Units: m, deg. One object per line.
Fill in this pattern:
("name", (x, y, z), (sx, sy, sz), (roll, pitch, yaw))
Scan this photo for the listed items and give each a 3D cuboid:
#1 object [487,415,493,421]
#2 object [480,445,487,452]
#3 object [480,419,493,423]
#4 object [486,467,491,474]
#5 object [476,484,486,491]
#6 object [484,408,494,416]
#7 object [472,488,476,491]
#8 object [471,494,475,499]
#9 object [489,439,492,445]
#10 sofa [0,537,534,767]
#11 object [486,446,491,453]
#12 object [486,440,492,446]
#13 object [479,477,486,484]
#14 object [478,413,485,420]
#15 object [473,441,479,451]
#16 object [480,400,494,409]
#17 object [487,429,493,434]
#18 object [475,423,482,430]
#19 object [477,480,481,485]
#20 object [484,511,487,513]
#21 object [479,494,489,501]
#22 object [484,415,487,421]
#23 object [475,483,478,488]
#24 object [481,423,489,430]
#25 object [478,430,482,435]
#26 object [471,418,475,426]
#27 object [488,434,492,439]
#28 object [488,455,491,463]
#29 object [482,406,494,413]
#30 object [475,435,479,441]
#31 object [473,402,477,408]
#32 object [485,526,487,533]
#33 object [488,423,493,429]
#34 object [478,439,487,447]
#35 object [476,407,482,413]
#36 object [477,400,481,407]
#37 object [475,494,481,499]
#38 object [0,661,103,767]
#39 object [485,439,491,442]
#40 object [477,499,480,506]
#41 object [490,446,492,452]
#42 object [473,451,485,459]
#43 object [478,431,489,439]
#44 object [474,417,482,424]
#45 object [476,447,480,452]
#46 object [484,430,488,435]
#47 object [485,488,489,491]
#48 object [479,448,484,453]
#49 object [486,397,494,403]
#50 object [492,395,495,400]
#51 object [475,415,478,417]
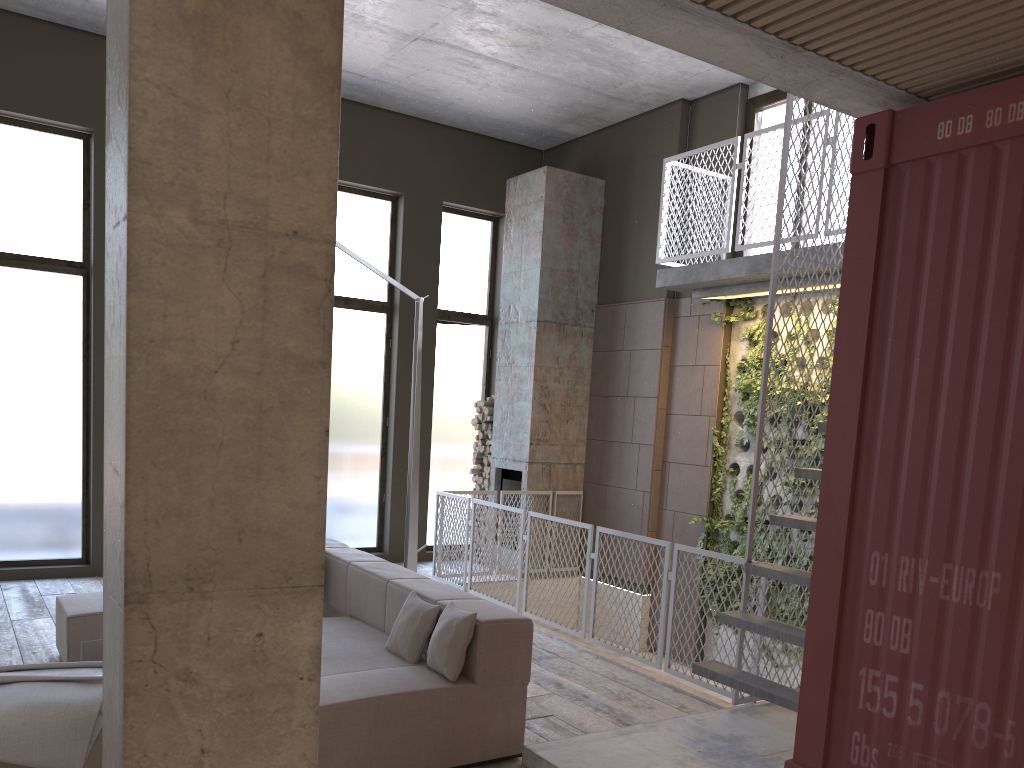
("object", (-0.103, 0.425, 10.627), (0.423, 0.068, 0.065), (5, 1, -34))
("object", (-0.168, 0.808, 10.793), (0.480, 0.085, 0.092), (5, 1, -34))
("object", (-0.174, 0.466, 10.759), (0.436, 0.080, 0.114), (5, 0, -34))
("object", (-0.094, 1.055, 10.685), (0.480, 0.085, 0.092), (5, 1, -34))
("object", (-0.302, 1.294, 10.888), (0.294, 0.108, 0.097), (4, 2, -32))
("object", (-0.127, 0.345, 10.649), (0.438, 0.094, 0.092), (4, 1, -34))
("object", (-0.379, 1.330, 10.934), (0.251, 0.074, 0.045), (4, 3, -34))
("object", (-0.343, 1.401, 11.011), (0.366, 0.110, 0.087), (4, 2, -34))
("object", (-0.080, 0.711, 10.665), (0.423, 0.073, 0.070), (5, 1, -34))
("sofa", (-1.966, 1.513, 5.104), (3.016, 0.794, 2.972), (4, -2, -33))
("object", (-0.107, 0.809, 10.734), (0.456, 0.090, 0.090), (5, 1, -34))
("object", (-0.108, 0.736, 10.742), (0.436, 0.080, 0.114), (5, 0, -34))
("object", (-0.198, 1.192, 10.818), (0.456, 0.090, 0.090), (5, 1, -35))
("object", (-0.185, 0.412, 10.756), (0.480, 0.084, 0.093), (5, 1, -34))
("object", (-0.316, 0.784, 10.955), (0.364, 0.127, 0.063), (4, 4, -34))
("object", (-0.243, 0.261, 10.716), (0.292, 0.104, 0.103), (4, 2, -34))
("object", (-0.125, 0.587, 10.696), (0.364, 0.068, 0.121), (4, 0, -32))
("object", (-0.234, 0.538, 10.809), (0.480, 0.085, 0.092), (5, 1, -34))
("object", (-0.269, 1.220, 10.891), (0.333, 0.057, 0.088), (5, 0, -34))
("object", (-0.139, 1.546, 10.800), (0.456, 0.090, 0.090), (5, 1, -34))
("object", (-0.184, 1.403, 10.797), (0.456, 0.090, 0.090), (4, 1, -32))
("object", (-0.147, 0.426, 10.694), (0.423, 0.067, 0.066), (5, 1, -34))
("object", (-0.315, 1.287, 10.989), (0.293, 0.104, 0.100), (4, 2, -32))
("object", (-0.159, 0.530, 10.742), (0.456, 0.090, 0.090), (5, 1, -35))
("object", (-0.276, 0.626, 10.914), (0.293, 0.104, 0.100), (4, 2, -32))
("object", (-0.298, 0.484, 10.902), (0.438, 0.093, 0.090), (4, 1, -34))
("object", (-0.099, 0.654, 10.680), (0.426, 0.086, 0.066), (5, 2, -35))
("object", (-0.122, 0.919, 10.662), (0.366, 0.110, 0.087), (4, 2, -34))
("object", (-0.189, 0.323, 10.696), (0.363, 0.085, 0.103), (4, 1, -34))
("object", (-0.340, 0.669, 10.858), (0.251, 0.074, 0.045), (4, 3, -34))
("object", (-0.282, 0.273, 10.875), (0.424, 0.070, 0.066), (5, 1, -34))
("object", (-0.120, 1.783, 10.771), (0.438, 0.093, 0.090), (4, 1, -34))
("object", (-0.096, 0.522, 10.699), (0.424, 0.072, 0.066), (5, 2, -34))
("object", (-0.219, 0.738, 10.883), (0.438, 0.094, 0.091), (4, 1, -34))
("object", (-0.236, 0.331, 10.787), (0.436, 0.081, 0.112), (5, 0, -34))
("object", (-0.222, 0.260, 10.837), (0.456, 0.091, 0.090), (5, 1, -35))
("object", (-0.257, 1.399, 10.959), (0.438, 0.094, 0.091), (4, 1, -34))
("object", (-2.617, 1.571, 3.955), (1.599, 0.508, 1.035), (4, 0, -15))
("object", (-0.154, 0.724, 10.831), (0.363, 0.088, 0.100), (4, 1, -34))
("object", (-0.207, 1.469, 10.869), (0.480, 0.085, 0.092), (5, 1, -34))
("object", (-0.063, 0.801, 10.658), (0.438, 0.093, 0.090), (4, 1, -34))
("object", (-0.253, 0.884, 10.847), (0.480, 0.085, 0.092), (5, 1, -34))
("object", (-0.263, 0.633, 10.812), (0.294, 0.108, 0.097), (4, 2, -32))
("object", (-0.253, 0.459, 10.825), (0.456, 0.090, 0.090), (5, 1, -34))
("object", (-0.252, 0.815, 10.925), (0.423, 0.068, 0.066), (5, 1, -34))
("object", (-0.177, 0.600, 10.784), (0.360, 0.075, 0.064), (5, 2, -35))
("object", (-0.138, 1.316, 10.756), (0.426, 0.086, 0.066), (5, 2, -35))
("object", (-0.193, 0.812, 10.797), (0.436, 0.080, 0.114), (5, 0, -34))
("object", (-0.147, 0.207, 10.710), (0.360, 0.074, 0.064), (5, 2, -35))
("object", (-0.090, 0.171, 10.669), (0.333, 0.056, 0.087), (5, 0, -34))
("object", (-0.266, 0.417, 10.882), (0.426, 0.087, 0.065), (5, 2, -35))
